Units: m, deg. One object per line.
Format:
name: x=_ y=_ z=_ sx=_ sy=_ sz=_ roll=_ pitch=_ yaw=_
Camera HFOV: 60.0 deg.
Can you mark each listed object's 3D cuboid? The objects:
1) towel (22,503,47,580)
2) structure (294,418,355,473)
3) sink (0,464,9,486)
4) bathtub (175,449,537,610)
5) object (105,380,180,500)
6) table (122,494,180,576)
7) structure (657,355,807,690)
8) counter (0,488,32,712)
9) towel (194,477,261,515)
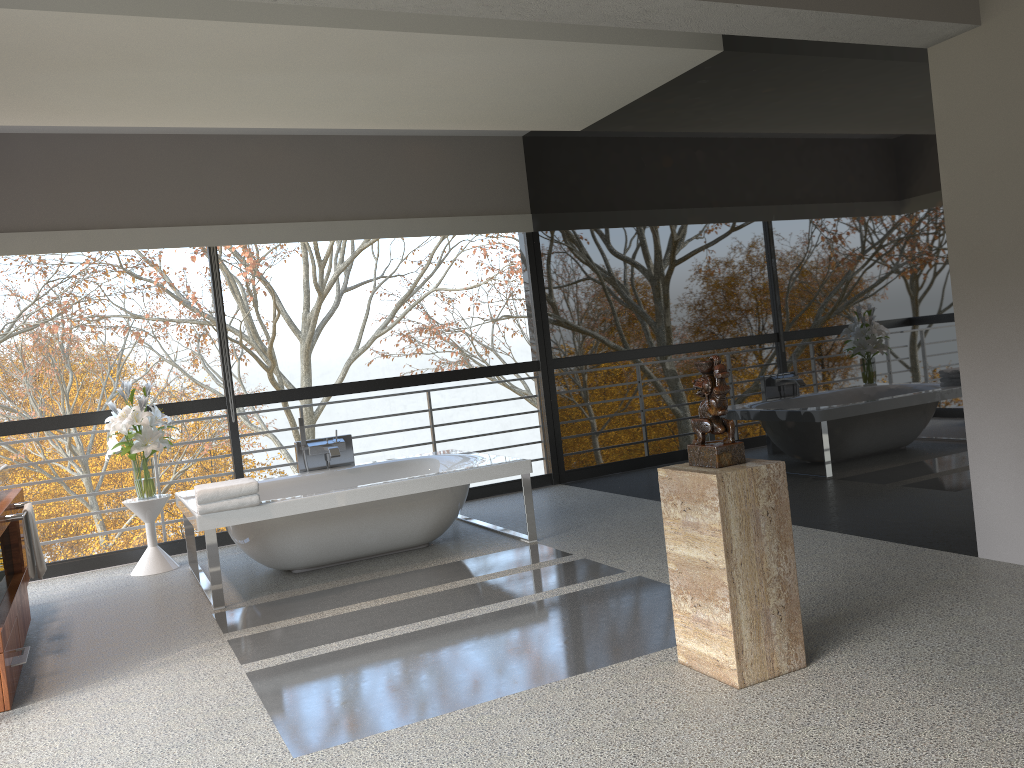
towel: x=-2.340 y=0.772 z=4.353 sx=0.079 sy=0.368 sz=0.302 roll=-7 pitch=2 yaw=-25
structure: x=-1.253 y=0.656 z=6.176 sx=0.402 sy=0.884 sz=0.330 roll=-7 pitch=1 yaw=-25
sink: x=-2.868 y=0.481 z=4.634 sx=0.352 sy=0.266 sz=0.750 roll=-7 pitch=2 yaw=-25
bathtub: x=-1.013 y=0.834 z=5.614 sx=1.959 sy=0.504 sz=1.327 roll=-7 pitch=2 yaw=-25
object: x=-2.462 y=0.361 z=5.832 sx=0.450 sy=0.796 sz=0.460 roll=-6 pitch=1 yaw=2
table: x=-2.382 y=0.992 z=5.857 sx=0.308 sy=0.478 sz=0.307 roll=-8 pitch=2 yaw=-41
structure: x=0.729 y=0.436 z=3.044 sx=0.292 sy=1.074 sz=0.328 roll=-7 pitch=1 yaw=-25
counter: x=-2.535 y=0.946 z=4.172 sx=0.525 sy=0.704 sz=1.848 roll=-7 pitch=2 yaw=-25
towel: x=-1.534 y=0.606 z=4.784 sx=0.322 sy=0.145 sz=0.305 roll=-7 pitch=2 yaw=-22
